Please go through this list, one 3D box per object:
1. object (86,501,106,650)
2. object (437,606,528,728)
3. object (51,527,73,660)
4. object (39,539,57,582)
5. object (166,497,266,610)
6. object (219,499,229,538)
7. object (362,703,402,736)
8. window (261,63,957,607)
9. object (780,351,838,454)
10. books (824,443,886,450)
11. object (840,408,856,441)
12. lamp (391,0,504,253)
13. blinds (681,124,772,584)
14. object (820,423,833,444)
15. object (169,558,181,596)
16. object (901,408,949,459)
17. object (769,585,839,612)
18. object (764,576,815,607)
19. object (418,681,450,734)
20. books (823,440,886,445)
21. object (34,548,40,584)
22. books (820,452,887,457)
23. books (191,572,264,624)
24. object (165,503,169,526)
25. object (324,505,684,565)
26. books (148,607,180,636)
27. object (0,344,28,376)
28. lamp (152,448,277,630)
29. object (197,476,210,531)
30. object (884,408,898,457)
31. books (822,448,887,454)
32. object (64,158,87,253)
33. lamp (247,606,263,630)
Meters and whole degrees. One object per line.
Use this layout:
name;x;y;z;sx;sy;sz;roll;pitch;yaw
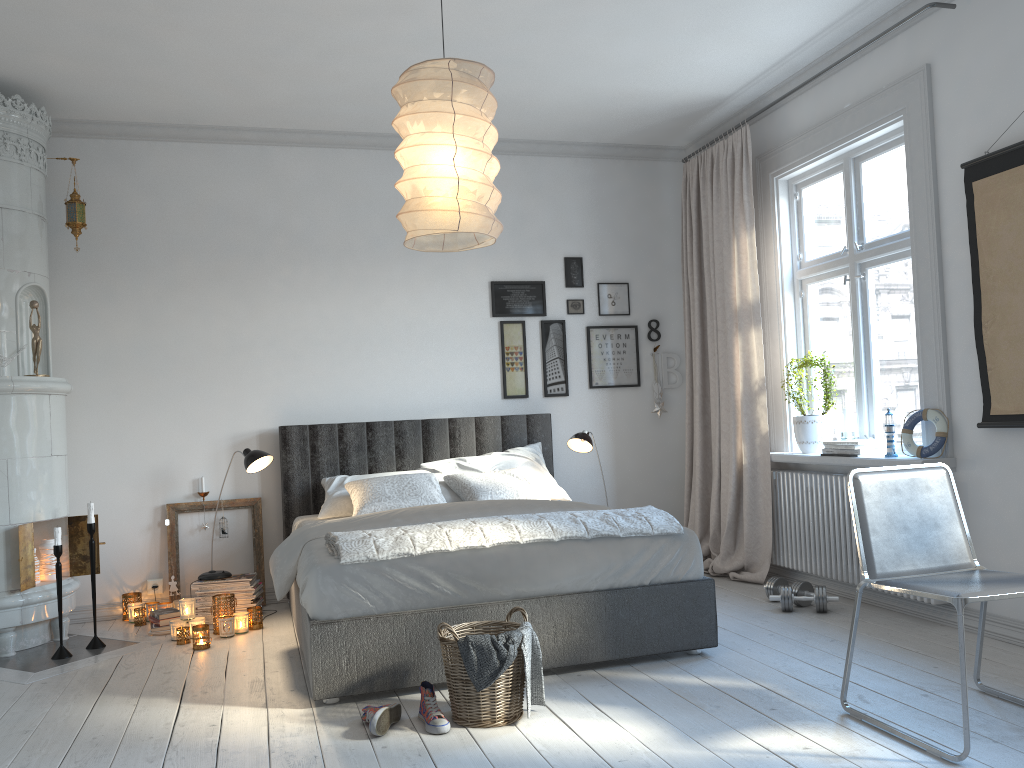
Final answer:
object;-2.059;0.934;4.359;0.091;0.718;0.091;-3;-1;-7
object;-0.092;0.973;3.063;0.319;0.351;0.319;-3;-2;15
object;-2.137;0.979;4.188;0.091;0.622;0.091;-2;-2;-38
object;-2.365;0.898;4.526;0.098;0.210;0.098;-2;-2;-18
object;-1.720;0.995;5.163;0.528;0.630;0.082;-2;-1;-16
object;-1.687;0.786;5.189;0.062;0.228;0.063;-3;-1;7
object;-0.466;1.122;2.990;0.120;0.084;0.222;-3;-2;12
window;2.483;-0.514;8.299;11.963;7.006;7.984;-2;-2;-16
object;1.672;0.098;4.946;0.216;0.573;0.385;-2;-2;-36
books;1.755;0.316;4.524;0.207;0.022;0.254;-2;-2;-15
object;1.735;0.207;4.593;0.074;0.173;0.074;-4;-2;29
lamp;-0.223;-1.063;2.825;0.339;1.230;0.340;-3;-1;15
blinds;1.237;-0.150;5.408;0.225;2.646;0.831;-2;-1;-16
object;1.696;0.294;4.760;0.059;0.165;0.196;-4;-2;33
object;-1.934;1.099;5.074;0.062;0.220;0.028;-2;-1;-21
object;1.882;0.226;4.048;0.079;0.227;0.236;-2;-2;-31
object;1.448;1.064;4.399;0.328;0.129;0.129;-4;-2;18
object;1.436;1.073;4.587;0.129;0.129;0.329;-2;-2;-32
object;-0.263;1.095;3.003;0.083;0.122;0.222;-2;-2;-17
books;1.755;0.297;4.520;0.203;0.015;0.269;-2;-2;-19
object;-2.406;0.911;4.420;0.093;0.179;0.093;-2;-2;-12
books;1.752;0.358;4.517;0.219;0.013;0.273;-2;-2;-20
books;-1.559;1.176;4.878;0.346;0.232;0.245;-3;-2;-8
object;-1.988;0.750;5.103;0.024;0.126;0.023;-2;-2;-33
object;-0.019;0.604;3.650;1.460;0.104;0.405;-2;-2;-17
books;-1.819;1.248;4.666;0.175;0.095;0.262;-2;-2;-21
object;-2.443;-0.117;4.306;0.059;0.165;0.196;-4;-2;28
lamp;-1.666;0.829;4.851;0.825;0.935;0.450;-3;-1;1
object;-1.799;0.697;5.176;0.067;0.320;0.067;-4;-2;32
object;1.809;0.232;4.244;0.060;0.235;0.059;-3;-1;26
books;1.760;0.340;4.534;0.207;0.024;0.262;-2;-3;-23
object;-2.353;-0.959;4.779;0.117;0.505;0.105;-2;-2;-43
lamp;-1.336;1.217;4.608;0.080;0.107;0.080;-1;-2;-44
